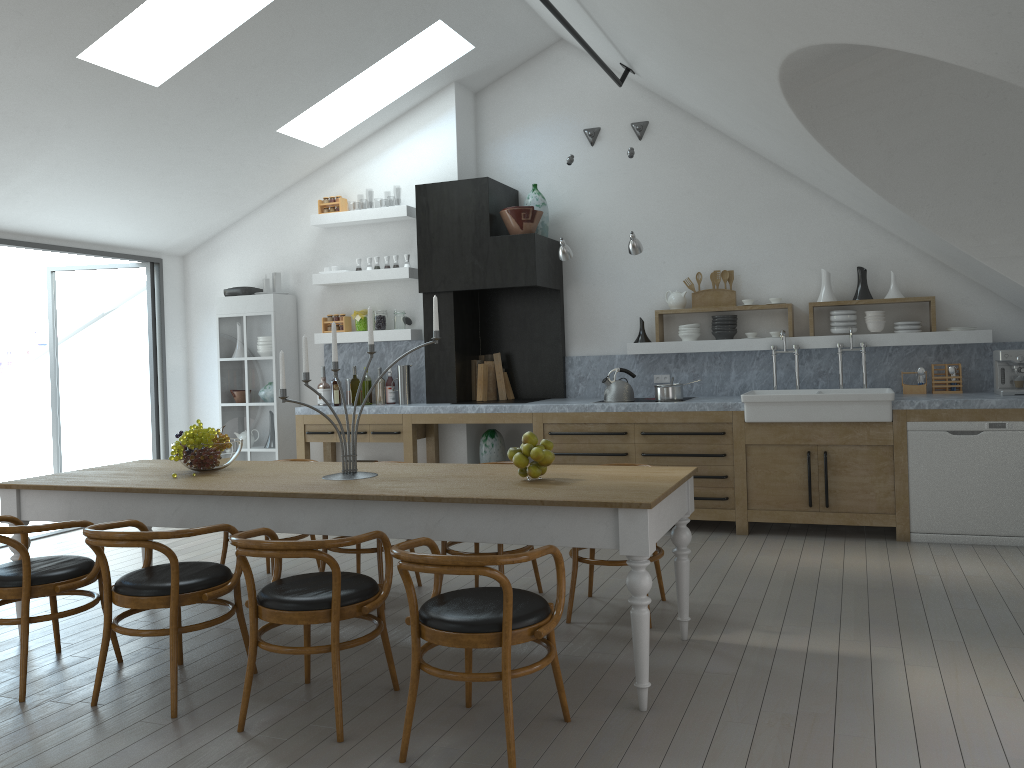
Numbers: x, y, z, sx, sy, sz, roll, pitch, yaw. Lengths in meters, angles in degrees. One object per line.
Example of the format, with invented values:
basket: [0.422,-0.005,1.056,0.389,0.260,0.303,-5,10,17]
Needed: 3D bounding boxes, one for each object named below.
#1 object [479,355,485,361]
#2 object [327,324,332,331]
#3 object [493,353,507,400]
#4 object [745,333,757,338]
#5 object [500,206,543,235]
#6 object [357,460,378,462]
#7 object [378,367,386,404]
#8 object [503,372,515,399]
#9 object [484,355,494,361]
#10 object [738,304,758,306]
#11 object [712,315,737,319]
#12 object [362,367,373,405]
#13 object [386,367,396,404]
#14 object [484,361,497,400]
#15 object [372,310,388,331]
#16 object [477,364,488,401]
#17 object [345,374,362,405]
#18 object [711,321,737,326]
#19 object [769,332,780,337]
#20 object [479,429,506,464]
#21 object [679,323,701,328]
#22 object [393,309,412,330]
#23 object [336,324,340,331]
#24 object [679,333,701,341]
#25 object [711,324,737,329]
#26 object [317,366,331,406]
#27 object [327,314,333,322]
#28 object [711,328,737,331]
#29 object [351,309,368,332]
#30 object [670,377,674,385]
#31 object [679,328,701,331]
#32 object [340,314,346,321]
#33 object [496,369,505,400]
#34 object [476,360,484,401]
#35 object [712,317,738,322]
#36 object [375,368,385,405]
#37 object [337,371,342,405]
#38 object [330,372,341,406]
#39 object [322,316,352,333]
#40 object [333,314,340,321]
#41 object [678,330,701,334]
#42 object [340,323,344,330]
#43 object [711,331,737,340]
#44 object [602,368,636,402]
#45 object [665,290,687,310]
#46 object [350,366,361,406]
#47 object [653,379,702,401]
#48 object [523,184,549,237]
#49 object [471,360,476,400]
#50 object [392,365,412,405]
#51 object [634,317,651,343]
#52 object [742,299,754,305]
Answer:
object: [-0.265,-0.047,8.024,0.068,0.425,0.088,-2,0,36]
object: [-1.662,-0.513,8.115,0.058,0.075,0.058,-1,1,44]
object: [-0.094,-0.065,7.846,0.078,0.427,0.148,-2,0,-34]
object: [1.944,-0.392,7.200,0.098,0.048,0.098,-1,2,19]
object: [0.077,-1.348,7.450,0.348,0.236,0.366,-1,2,39]
object: [-1.334,0.725,7.843,0.291,0.102,0.104,-1,1,19]
object: [-1.169,0.017,7.889,0.085,0.331,0.085,-2,0,30]
object: [-0.043,0.019,7.912,0.113,0.251,0.057,-2,0,24]
object: [-0.200,-0.036,7.989,0.089,0.458,0.110,-2,0,21]
object: [1.921,-0.636,7.206,0.164,0.012,0.164,-1,2,39]
object: [1.740,-0.526,7.259,0.205,0.080,0.205,-1,2,24]
object: [-1.284,0.019,7.832,0.092,0.339,0.092,-2,0,39]
object: [-1.075,0.016,7.836,0.081,0.329,0.081,-2,0,-41]
object: [-0.201,-0.020,7.856,0.072,0.366,0.130,-2,0,40]
object: [-1.176,-0.567,7.908,0.120,0.183,0.120,-1,1,36]
object: [-0.259,-0.010,7.751,0.081,0.336,0.148,-2,0,11]
object: [-1.403,0.043,7.952,0.184,0.286,0.184,-2,1,-45]
object: [1.739,-0.473,7.255,0.205,0.072,0.206,-2,2,9]
object: [2.123,-0.396,7.131,0.098,0.048,0.098,-1,2,19]
object: [-0.170,0.647,7.800,0.231,0.498,0.231,-2,0,-27]
object: [1.476,-0.461,7.357,0.181,0.076,0.181,-3,2,-31]
object: [-0.974,-0.569,7.833,0.103,0.178,0.207,-1,1,43]
object: [-1.599,-0.514,8.091,0.058,0.075,0.058,-1,1,44]
object: [1.475,-0.387,7.359,0.181,0.064,0.181,0,2,44]
object: [1.737,-0.450,7.250,0.205,0.086,0.205,-3,2,-26]
object: [-1.691,0.019,7.963,0.088,0.360,0.085,-2,0,43]
object: [-1.665,-0.599,8.115,0.058,0.075,0.058,-1,1,44]
object: [1.738,-0.423,7.256,0.205,0.086,0.205,-3,2,-31]
object: [-1.363,-0.570,7.979,0.163,0.199,0.128,-2,1,16]
object: [1.239,0.033,6.968,0.051,0.167,0.236,-2,1,17]
object: [1.476,-0.433,7.358,0.181,0.069,0.181,-1,2,39]
object: [-1.540,-0.602,8.067,0.058,0.075,0.058,-1,1,44]
object: [-0.112,0.010,7.959,0.105,0.296,0.110,-2,0,-4]
object: [-0.285,-0.029,7.842,0.068,0.367,0.131,-2,0,35]
object: [1.742,-0.498,7.257,0.206,0.084,0.205,-3,2,-41]
object: [-1.157,0.023,7.762,0.085,0.331,0.085,-2,0,30]
object: [-1.585,0.029,8.019,0.085,0.331,0.085,-2,0,30]
object: [-1.555,0.028,7.819,0.093,0.359,0.092,-2,0,-34]
object: [-1.599,-0.538,8.089,0.237,0.146,0.120,-1,1,21]
object: [-1.602,-0.601,8.091,0.058,0.075,0.058,-1,1,44]
object: [1.474,-0.409,7.359,0.181,0.065,0.181,-3,2,-31]
object: [-1.537,-0.516,8.067,0.058,0.075,0.058,-1,1,44]
object: [1.739,-0.397,7.256,0.205,0.072,0.206,-2,2,9]
object: [0.851,0.003,7.076,0.246,0.267,0.246,-1,1,31]
object: [1.376,-0.704,7.423,0.168,0.169,0.174,-2,1,5]
object: [-1.370,0.020,7.750,0.093,0.359,0.092,-2,0,-25]
object: [1.302,0.059,6.908,0.394,0.170,0.232,-2,1,1]
object: [0.207,-1.496,7.750,0.231,0.503,0.231,-2,0,-27]
object: [-0.333,-0.035,7.876,0.057,0.359,0.075,-2,0,36]
object: [-0.951,0.007,7.722,0.164,0.339,0.114,-2,0,24]
object: [1.105,-0.459,7.522,0.156,0.218,0.156,-2,1,3]
object: [1.921,-0.660,7.206,0.098,0.048,0.098,-1,2,19]
